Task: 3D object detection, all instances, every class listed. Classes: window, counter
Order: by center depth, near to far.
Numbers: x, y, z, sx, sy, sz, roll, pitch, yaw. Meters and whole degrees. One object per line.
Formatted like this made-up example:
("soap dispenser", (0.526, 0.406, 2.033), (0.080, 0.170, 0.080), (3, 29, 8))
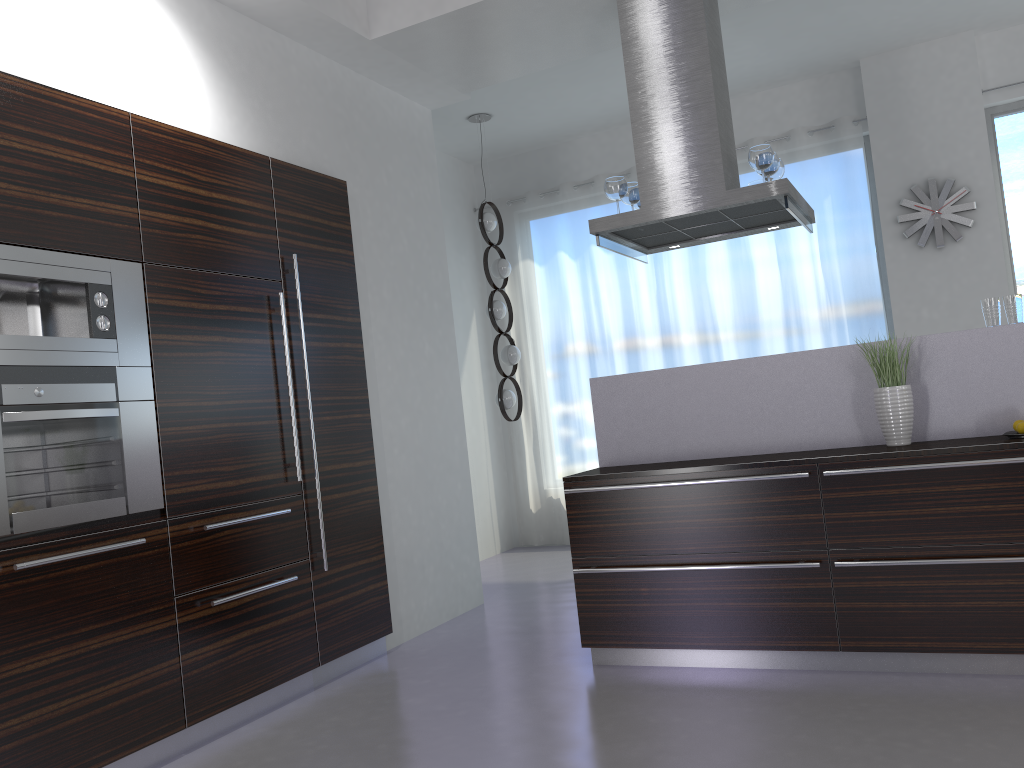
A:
("counter", (2.000, 0.424, 3.839), (3.291, 1.300, 1.302), (-7, -3, 26))
("window", (4.888, -0.920, 5.738), (3.000, 2.500, 0.100), (-7, -3, 26))
("window", (1.549, -0.482, 7.389), (3.000, 2.500, 0.100), (-7, -3, 26))

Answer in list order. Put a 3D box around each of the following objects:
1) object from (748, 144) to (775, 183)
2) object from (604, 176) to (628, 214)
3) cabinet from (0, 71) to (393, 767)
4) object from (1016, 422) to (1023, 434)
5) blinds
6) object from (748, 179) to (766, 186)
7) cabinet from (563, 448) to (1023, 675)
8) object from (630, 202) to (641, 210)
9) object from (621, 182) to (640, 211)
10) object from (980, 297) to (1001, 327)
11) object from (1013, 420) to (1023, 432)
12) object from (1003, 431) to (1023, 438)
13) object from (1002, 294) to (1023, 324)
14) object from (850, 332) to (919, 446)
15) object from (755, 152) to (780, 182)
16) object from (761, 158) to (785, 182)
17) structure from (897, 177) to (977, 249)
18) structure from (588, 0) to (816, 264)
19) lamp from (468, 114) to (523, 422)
("object", (1.218, -1.041, 4.308), (0.125, 0.221, 0.125), (-4, -3, -39))
("object", (0.545, -0.955, 4.595), (0.125, 0.221, 0.125), (-4, -3, -39))
("cabinet", (-1.796, 0.209, 3.193), (0.669, 2.500, 3.600), (-7, -3, 26))
("object", (1.973, 0.170, 3.409), (0.063, 0.051, 0.053), (-8, -3, 30))
("blinds", (1.326, -0.275, 7.253), (3.245, 3.112, 0.120), (-7, -3, 26))
("object", (1.364, -1.012, 4.823), (0.137, 0.174, 0.137), (-6, -2, -9))
("cabinet", (2.018, 0.647, 3.821), (3.285, 0.852, 1.377), (-7, -3, 26))
("object", (0.712, -0.961, 4.885), (0.125, 0.221, 0.125), (-4, -3, -39))
("object", (0.643, -0.959, 4.743), (0.125, 0.221, 0.125), (-4, -3, -39))
("object", (1.997, -0.296, 3.691), (0.072, 0.119, 0.071), (-6, -3, -14))
("object", (1.990, 0.166, 3.462), (0.052, 0.054, 0.061), (-6, -3, -17))
("object", (2.013, 0.188, 3.395), (0.232, 0.020, 0.232), (-8, -3, 35))
("object", (2.069, -0.306, 3.655), (0.071, 0.119, 0.072), (-5, -3, -24))
("object", (1.567, 0.007, 3.684), (0.269, 0.502, 0.247), (-7, -3, 26))
("object", (1.287, -1.043, 4.450), (0.125, 0.221, 0.125), (-4, -3, -39))
("object", (1.352, -1.044, 4.582), (0.125, 0.221, 0.125), (-4, -3, -39))
("structure", (3.007, -1.215, 6.285), (0.505, 0.505, 0.076), (-7, -3, 26))
("structure", (0.972, -1.375, 4.710), (0.981, 1.231, 0.915), (-7, -3, 26))
("lamp", (-0.122, -0.891, 6.832), (0.180, 2.370, 0.367), (-7, -3, 20))
